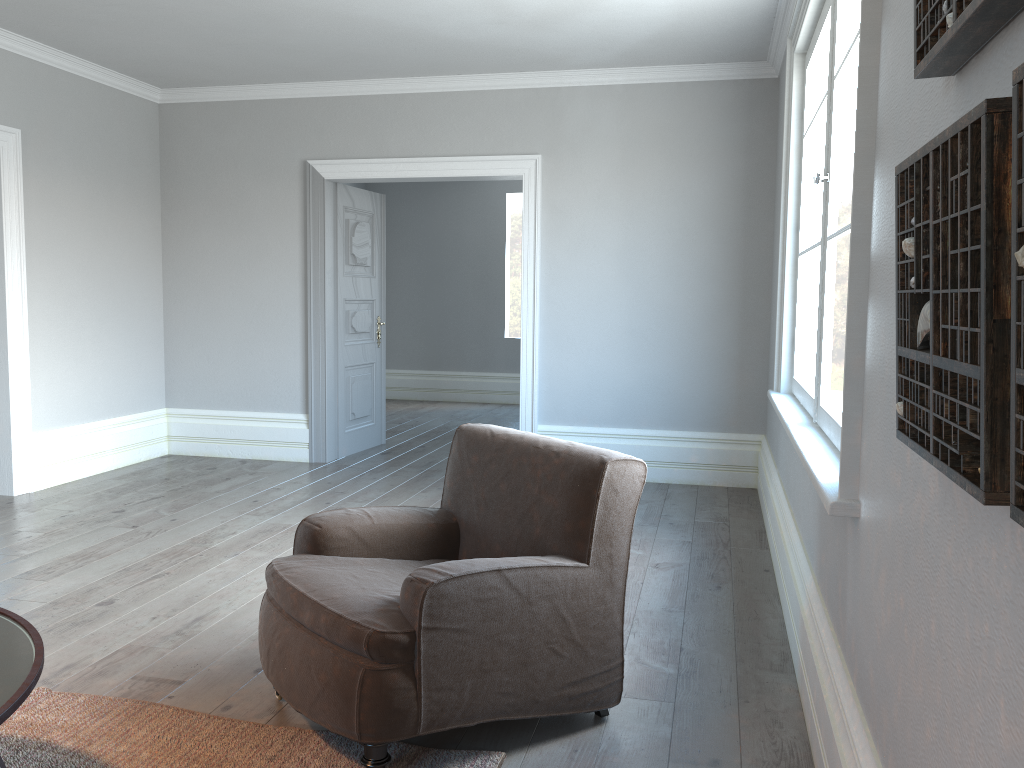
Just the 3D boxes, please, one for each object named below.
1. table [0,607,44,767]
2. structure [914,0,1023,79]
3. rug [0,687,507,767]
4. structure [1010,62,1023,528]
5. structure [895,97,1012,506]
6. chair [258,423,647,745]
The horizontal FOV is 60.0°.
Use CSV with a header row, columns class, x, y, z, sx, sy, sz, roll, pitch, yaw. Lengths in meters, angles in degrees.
class,x,y,z,sx,sy,sz,roll,pitch,yaw
table,-1.555,0.828,1.571,1.300,0.503,1.300,1,6,6
structure,0.580,-0.641,1.078,0.099,0.415,0.468,2,6,13
rug,-1.593,1.024,1.561,2.819,0.090,2.401,2,6,13
structure,0.434,-0.058,0.590,0.086,0.415,0.468,2,6,13
structure,0.558,-0.102,1.124,0.086,0.415,0.468,2,6,13
chair,-0.224,0.581,2.647,0.970,0.795,0.807,-3,7,-36
